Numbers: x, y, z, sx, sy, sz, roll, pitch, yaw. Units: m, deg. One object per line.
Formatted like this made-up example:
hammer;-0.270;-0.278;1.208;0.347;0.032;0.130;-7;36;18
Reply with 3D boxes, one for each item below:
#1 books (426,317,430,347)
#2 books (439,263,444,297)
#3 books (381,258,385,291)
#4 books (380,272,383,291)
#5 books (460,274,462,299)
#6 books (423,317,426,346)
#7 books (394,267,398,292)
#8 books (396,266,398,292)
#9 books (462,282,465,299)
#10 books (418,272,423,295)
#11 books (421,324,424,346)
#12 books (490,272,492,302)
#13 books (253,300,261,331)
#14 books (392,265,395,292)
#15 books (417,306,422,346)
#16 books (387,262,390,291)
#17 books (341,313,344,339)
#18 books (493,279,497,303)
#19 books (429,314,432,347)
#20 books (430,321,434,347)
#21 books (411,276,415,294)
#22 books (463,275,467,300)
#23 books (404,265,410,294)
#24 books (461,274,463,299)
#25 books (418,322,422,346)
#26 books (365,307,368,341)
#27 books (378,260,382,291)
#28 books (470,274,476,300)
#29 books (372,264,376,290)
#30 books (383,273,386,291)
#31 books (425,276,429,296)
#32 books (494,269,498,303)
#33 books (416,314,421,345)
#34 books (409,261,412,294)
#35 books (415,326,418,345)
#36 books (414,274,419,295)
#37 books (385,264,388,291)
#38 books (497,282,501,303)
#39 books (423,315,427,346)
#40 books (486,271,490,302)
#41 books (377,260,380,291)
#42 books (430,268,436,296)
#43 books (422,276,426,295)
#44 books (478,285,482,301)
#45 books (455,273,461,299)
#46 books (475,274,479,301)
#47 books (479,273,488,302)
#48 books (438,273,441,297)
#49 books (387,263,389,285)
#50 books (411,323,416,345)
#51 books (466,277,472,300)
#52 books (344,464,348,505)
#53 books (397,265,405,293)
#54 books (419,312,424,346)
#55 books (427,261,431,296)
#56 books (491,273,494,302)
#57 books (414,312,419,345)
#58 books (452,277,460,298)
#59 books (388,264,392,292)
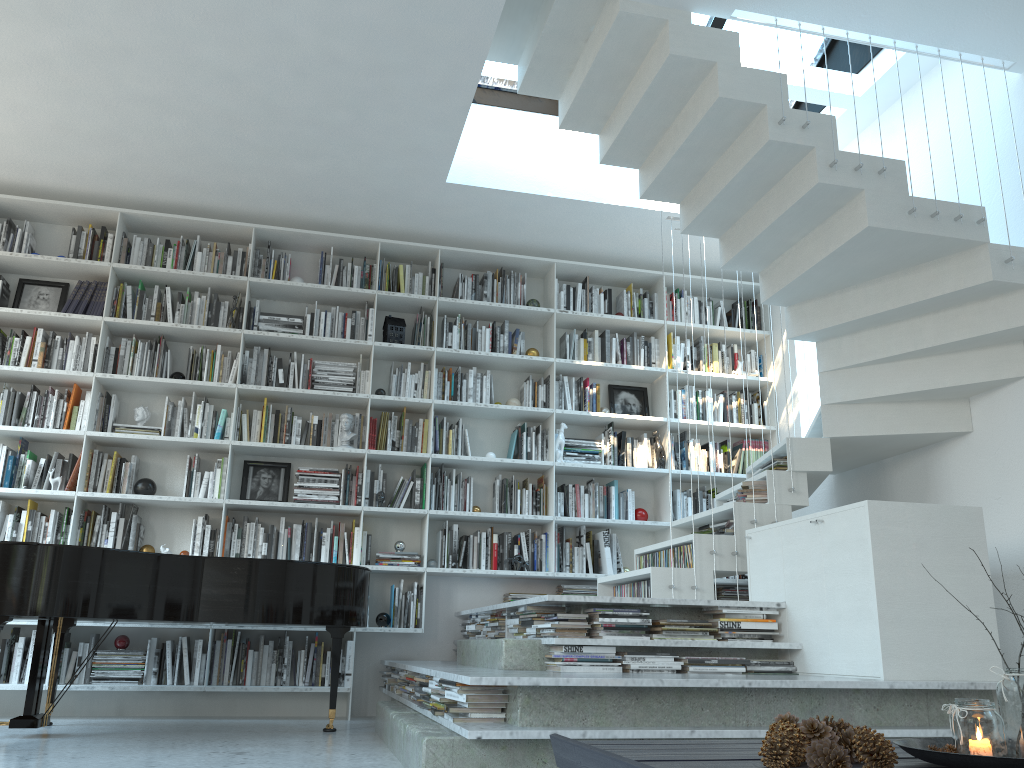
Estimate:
books;-0.598;-0.321;6.200;0.013;0.247;0.187;5;-17;-12
books;-0.513;-0.690;6.330;0.019;0.303;0.176;5;-16;-12
books;-0.916;-0.718;6.252;0.007;0.297;0.181;5;-16;-12
books;-0.932;-0.669;6.254;0.016;0.203;0.143;5;-17;-12
books;-0.383;-0.645;6.370;0.011;0.243;0.173;5;-17;-12
books;-0.623;-0.322;6.209;0.005;0.254;0.159;5;-16;-12
books;-0.828;-0.683;6.252;0.015;0.233;0.171;5;-17;-12
books;-0.825;-0.687;6.292;0.007;0.263;0.133;5;-16;-12
books;-0.362;-0.614;6.366;0.009;0.183;0.160;5;-17;-12
books;-0.662;-0.659;6.287;0.031;0.212;0.170;5;-17;-12
books;-0.635;-0.299;6.211;0.013;0.210;0.140;5;-17;-12
books;-0.171;-0.647;6.437;0.017;0.294;0.139;5;-16;-12
books;-1.713;-0.413;5.955;0.021;0.248;0.192;5;-17;-12
books;-0.843;-0.692;6.270;0.008;0.261;0.142;5;-16;-12
books;-0.662;-0.362;6.224;0.025;0.338;0.143;5;-16;-12
books;-0.883;-0.703;6.265;0.007;0.278;0.150;5;-16;-12
books;-1.173;-0.354;6.104;0.011;0.238;0.140;5;-16;-12
books;-0.137;-0.621;6.413;0.018;0.230;0.160;5;-17;-12
books;-0.582;-0.331;6.243;0.005;0.291;0.131;5;-16;-12
books;-0.569;-0.302;6.202;0.008;0.213;0.224;5;-17;-12
books;-0.713;-0.646;6.274;0.022;0.179;0.173;5;-17;-12
books;-0.348;-0.639;6.363;0.013;0.229;0.174;5;-17;-12
books;-0.752;-0.689;6.298;0.030;0.273;0.152;5;-16;-12
books;-0.374;-0.647;6.382;0.012;0.254;0.134;5;-16;-12
books;-0.658;-0.303;6.208;0.024;0.216;0.169;5;-17;-12
books;-1.015;-0.368;6.152;0.010;0.298;0.134;5;-16;-12
books;-0.938;-0.711;6.241;0.008;0.278;0.171;5;-16;-12
books;-0.293;-0.643;6.391;0.030;0.254;0.161;5;-16;-12
books;-0.976;-0.699;6.245;0.022;0.256;0.137;5;-16;-12
books;-0.907;-0.664;6.247;0.015;0.192;0.160;5;-17;-12
books;-0.616;-0.642;6.307;0.022;0.193;0.182;5;-17;-12
books;-0.126;-0.657;6.431;0.006;0.311;0.179;5;-16;-12
books;-0.667;-0.335;6.199;0.022;0.271;0.182;5;-17;-12
books;-0.728;-0.703;6.289;0.010;0.296;0.168;5;-16;-12
books;-0.684;-0.294;6.211;0.022;0.198;0.143;5;-17;-12
books;-0.690;-0.654;6.283;0.024;0.201;0.180;5;-17;-12
books;-0.890;-0.693;6.232;0.007;0.238;0.192;5;-17;-12
books;-0.111;-0.607;6.404;0.018;0.200;0.189;5;-17;-12
books;-0.621;-0.330;6.242;0.013;0.288;0.132;5;-16;-12
books;-0.188;-0.651;6.421;0.024;0.291;0.168;5;-16;-12
books;-0.952;-0.710;6.257;0.012;0.284;0.160;5;-16;-12
books;-0.575;-0.671;6.309;0.029;0.252;0.187;5;-17;-12
books;-0.640;-0.646;6.311;0.025;0.203;0.162;5;-17;-12
books;-0.247;-0.602;6.412;0.031;0.190;0.133;5;-17;-12
books;-0.391;-0.648;6.359;0.009;0.243;0.173;5;-17;-12
books;-0.268;-0.641;6.399;0.021;0.255;0.169;5;-16;-12
books;-0.209;-0.643;6.389;0.028;0.257;0.185;5;-17;-12
books;-0.536;-0.654;6.323;0.033;0.229;0.176;5;-17;-12
books;-0.887;-0.698;6.250;0.006;0.259;0.166;5;-16;-12
books;-0.695;-0.304;6.204;0.019;0.213;0.156;5;-17;-12
books;-0.322;-0.631;6.381;0.028;0.225;0.164;5;-17;-12
books;-1.099;0.685;5.842;0.011;0.298;0.130;5;-16;-12
books;-0.788;-0.688;6.267;0.054;0.254;0.191;5;-17;-12
books;-0.642;-0.342;6.200;0.021;0.287;0.179;5;-16;-12
books;-0.601;-0.700;6.346;0.012;0.328;0.129;5;-16;-12
books;-0.153;-0.643;6.435;0.007;0.284;0.160;5;-16;-12
books;-0.680;-0.340;6.183;0.021;0.271;0.191;5;-17;-12
books;-0.416;-0.633;6.342;0.046;0.206;0.184;5;-17;-12
books;-0.861;-0.696;6.258;0.034;0.260;0.158;5;-16;-12
